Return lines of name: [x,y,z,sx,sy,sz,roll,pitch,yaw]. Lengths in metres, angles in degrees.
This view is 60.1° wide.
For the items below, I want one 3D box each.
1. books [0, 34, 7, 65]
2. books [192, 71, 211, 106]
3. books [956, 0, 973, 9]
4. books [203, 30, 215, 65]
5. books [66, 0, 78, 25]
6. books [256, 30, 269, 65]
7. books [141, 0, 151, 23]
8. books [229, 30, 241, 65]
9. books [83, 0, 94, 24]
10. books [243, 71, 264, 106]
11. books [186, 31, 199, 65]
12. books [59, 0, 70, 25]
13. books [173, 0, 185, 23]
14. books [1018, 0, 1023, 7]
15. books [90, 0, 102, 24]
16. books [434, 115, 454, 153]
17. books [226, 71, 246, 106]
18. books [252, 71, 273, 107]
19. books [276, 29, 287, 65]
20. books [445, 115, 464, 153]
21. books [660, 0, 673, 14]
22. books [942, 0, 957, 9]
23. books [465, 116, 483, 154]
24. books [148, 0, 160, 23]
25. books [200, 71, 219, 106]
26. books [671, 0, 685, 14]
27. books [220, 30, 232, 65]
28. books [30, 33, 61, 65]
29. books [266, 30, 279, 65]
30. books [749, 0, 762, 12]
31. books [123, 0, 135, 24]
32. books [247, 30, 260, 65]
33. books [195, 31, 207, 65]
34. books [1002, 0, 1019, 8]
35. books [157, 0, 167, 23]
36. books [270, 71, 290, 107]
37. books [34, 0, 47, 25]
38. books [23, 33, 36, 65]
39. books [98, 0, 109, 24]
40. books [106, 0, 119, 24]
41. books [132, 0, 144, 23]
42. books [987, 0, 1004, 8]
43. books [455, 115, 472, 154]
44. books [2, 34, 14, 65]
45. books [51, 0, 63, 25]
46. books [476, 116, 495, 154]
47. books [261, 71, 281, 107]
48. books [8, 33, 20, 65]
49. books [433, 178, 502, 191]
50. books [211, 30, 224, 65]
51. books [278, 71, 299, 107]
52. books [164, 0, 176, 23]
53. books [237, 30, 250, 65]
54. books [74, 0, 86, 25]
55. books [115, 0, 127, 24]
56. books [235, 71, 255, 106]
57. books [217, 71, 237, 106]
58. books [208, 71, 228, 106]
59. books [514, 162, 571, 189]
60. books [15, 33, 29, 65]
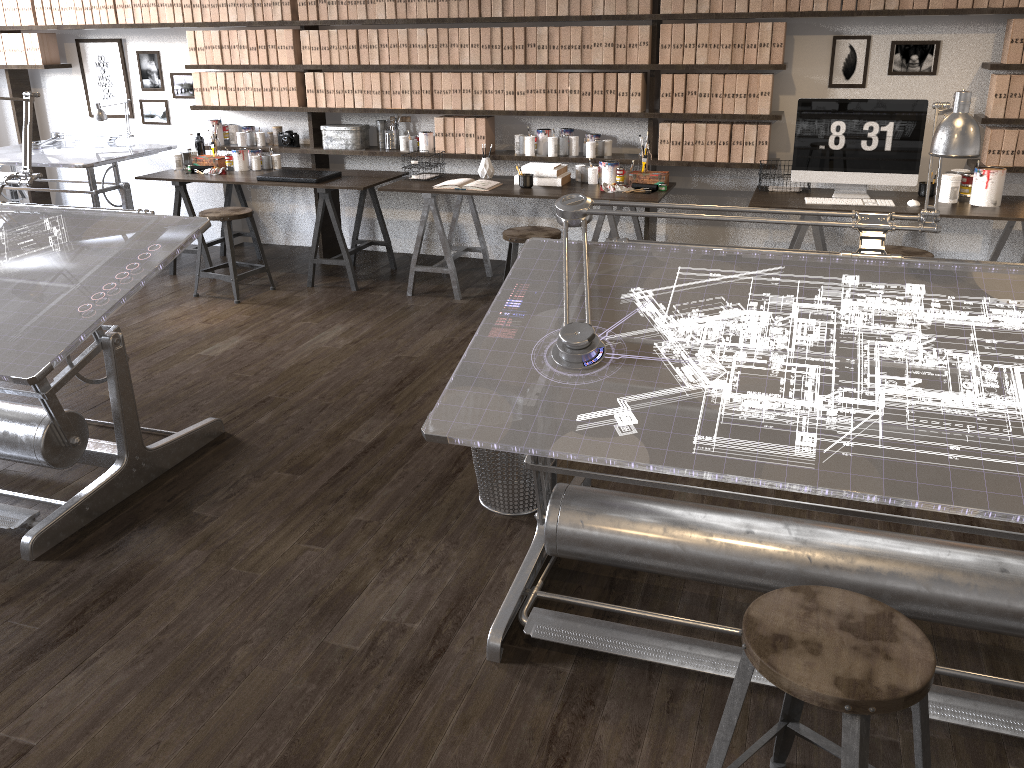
books: [-3.782,-2.519,6.665,0.067,0.222,0.177,6,21,18]
books: [-2.157,-2.080,6.231,0.067,0.222,0.177,6,21,17]
books: [2.358,-2.068,4.602,0.067,0.222,0.177,6,21,18]
books: [-2.037,-2.319,6.108,0.067,0.222,0.177,6,21,18]
books: [-3.098,-2.691,6.359,0.067,0.222,0.177,6,21,17]
books: [-1.638,-2.272,5.977,0.067,0.222,0.177,6,21,18]
books: [-2.495,-2.623,6.168,0.067,0.222,0.177,6,21,17]
books: [-1.842,-2.297,6.047,0.067,0.222,0.177,6,21,18]
books: [-2.962,-2.674,6.312,0.067,0.222,0.177,6,21,18]
books: [-1.766,-2.036,6.109,0.067,0.222,0.177,6,21,17]
books: [-2.166,-2.333,6.147,0.067,0.222,0.177,6,21,17]
books: [-3.163,-2.700,6.384,0.067,0.222,0.177,6,21,18]
books: [-2.241,-2.592,6.082,0.067,0.222,0.177,6,21,18]
books: [2.626,-2.038,4.517,0.067,0.222,0.177,6,21,18]
books: [-2.901,-2.669,6.297,0.067,0.222,0.177,6,21,17]
books: [-0.437,-1.628,5.769,0.067,0.222,0.177,6,21,17]
books: [-1.897,-2.052,6.153,0.067,0.222,0.177,6,21,18]
books: [-1.698,-2.027,6.084,0.067,0.222,0.177,6,21,17]
books: [-1.495,-2.257,5.934,0.067,0.222,0.177,6,21,18]
books: [-0.371,-1.623,5.754,0.067,0.222,0.177,6,21,18]
books: [0.902,-2.237,5.073,0.067,0.222,0.177,6,21,17]
books: [2.289,-2.076,4.623,0.067,0.222,0.177,6,21,17]
books: [-0.238,-1.606,5.707,0.067,0.222,0.177,6,21,17]
books: [-2.433,-2.613,6.142,0.067,0.222,0.177,6,21,18]
books: [-2.092,-2.075,6.215,0.067,0.222,0.177,6,21,18]
books: [0.960,-2.229,5.050,0.067,0.222,0.177,6,21,18]
books: [-1.910,-2.305,6.069,0.067,0.222,0.177,6,21,18]
books: [-3.457,-2.483,6.565,0.067,0.222,0.177,6,21,18]
books: [-1.566,-2.266,5.959,0.067,0.222,0.177,6,21,17]
books: [1.366,-2.183,4.923,0.067,0.222,0.177,6,21,18]
books: [-2.631,-2.637,6.208,0.067,0.222,0.177,6,21,18]
books: [-1.708,-2.282,6.004,0.067,0.222,0.177,6,21,17]
books: [-2.097,-2.325,6.126,0.067,0.222,0.177,6,21,18]
books: [2.560,-2.047,4.542,0.067,0.222,0.177,6,21,17]
books: [-2.368,-2.608,6.126,0.067,0.222,0.177,6,21,17]
books: [-1.568,-2.014,6.046,0.067,0.222,0.177,6,21,17]
books: [-3.375,-2.723,6.448,0.067,0.222,0.177,6,21,17]
books: [-3.522,-2.491,6.588,0.067,0.222,0.177,6,21,18]
books: [-2.838,-2.662,6.279,0.067,0.222,0.177,6,21,18]
books: [-2.769,-2.653,6.251,0.067,0.222,0.177,6,21,17]
books: [-2.562,-2.631,6.190,0.067,0.222,0.177,6,21,17]
books: [2.495,-2.055,4.565,0.067,0.222,0.177,6,21,17]
books: [-0.304,-1.615,5.732,0.067,0.222,0.177,6,21,18]
books: [-3.713,-2.511,6.645,0.067,0.222,0.177,6,21,17]
books: [-3.230,-2.707,6.403,0.067,0.222,0.177,6,21,18]
books: [-0.169,-1.600,5.689,0.067,0.222,0.177,6,21,17]
books: [-1.630,-2.019,6.061,0.067,0.222,0.177,6,21,18]
books: [-3.653,-2.505,6.627,0.067,0.222,0.177,6,21,17]
books: [-0.263,-1.196,5.296,0.355,0.029,0.260,7,23,18]
books: [-1.975,-2.310,6.084,0.067,0.222,0.177,6,21,17]
books: [-1.505,-2.008,6.028,0.067,0.222,0.177,6,21,18]
books: [-2.309,-2.600,6.106,0.067,0.222,0.177,6,21,17]
books: [-1.776,-2.288,6.022,0.067,0.222,0.177,6,21,17]
books: [-3.031,-2.682,6.334,0.067,0.222,0.177,6,21,17]
books: [-2.697,-2.646,6.233,0.067,0.222,0.177,6,21,18]
books: [-1.830,-2.045,6.133,0.067,0.222,0.177,6,21,18]
books: [-1.965,-2.059,6.171,0.067,0.222,0.177,6,21,17]
books: [-2.033,-2.067,6.195,0.067,0.222,0.177,6,21,18]
books: [0.169,-1.268,5.316,0.295,0.145,0.391,6,22,17]
books: [-3.591,-2.496,6.603,0.067,0.222,0.177,6,21,18]
